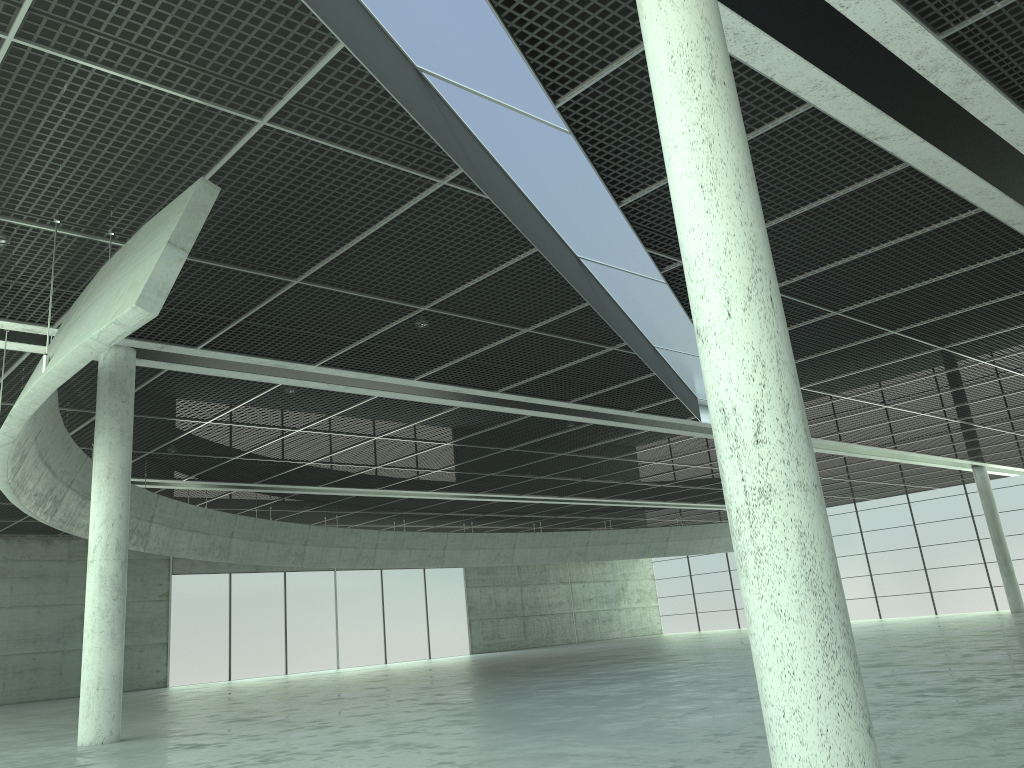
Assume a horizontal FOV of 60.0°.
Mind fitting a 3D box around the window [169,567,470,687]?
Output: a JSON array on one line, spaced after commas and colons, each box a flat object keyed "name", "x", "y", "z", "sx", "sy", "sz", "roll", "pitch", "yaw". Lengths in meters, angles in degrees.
[{"name": "window", "x": -17.547, "y": 26.113, "z": 88.638, "sx": 33.522, "sy": 10.658, "sz": 0.159, "roll": 10, "pitch": -23, "yaw": -41}]

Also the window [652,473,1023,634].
[{"name": "window", "x": 15.029, "y": 9.714, "z": 54.706, "sx": 100.766, "sy": 16.075, "sz": 99.619, "roll": 10, "pitch": -23, "yaw": -41}]
